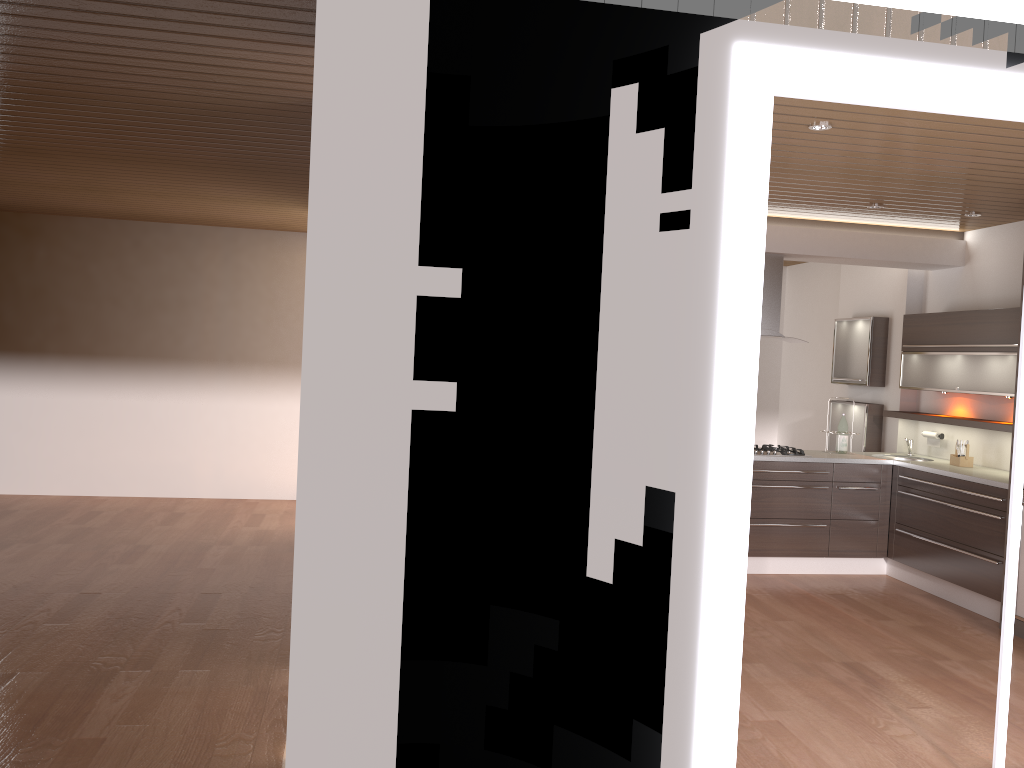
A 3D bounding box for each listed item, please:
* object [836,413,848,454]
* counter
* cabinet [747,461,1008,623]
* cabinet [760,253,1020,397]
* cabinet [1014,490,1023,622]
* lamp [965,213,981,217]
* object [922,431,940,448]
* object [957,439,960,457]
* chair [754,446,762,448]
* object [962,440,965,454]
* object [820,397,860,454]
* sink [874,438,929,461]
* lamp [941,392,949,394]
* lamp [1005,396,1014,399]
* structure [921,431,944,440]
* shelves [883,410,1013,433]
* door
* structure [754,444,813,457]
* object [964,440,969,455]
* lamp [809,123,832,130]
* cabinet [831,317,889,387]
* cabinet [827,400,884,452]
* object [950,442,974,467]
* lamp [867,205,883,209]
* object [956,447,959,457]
[{"bbox_3d":[2.660,0.397,7.136,0.091,0.319,0.091,4,2,25],"label":"object"},{"bbox_3d":[2.472,0.592,6.364,2.150,0.036,1.850,2,2,-10],"label":"counter"},{"bbox_3d":[2.451,1.044,6.378,2.150,0.870,1.850,2,2,-10],"label":"cabinet"},{"bbox_3d":[2.611,-0.481,6.401,2.058,1.032,1.399,3,2,-6],"label":"cabinet"},{"bbox_3d":[3.354,0.503,4.558,1.047,1.948,1.796,2,2,-10],"label":"cabinet"},{"bbox_3d":[3.211,-1.200,6.173,0.102,0.055,0.102,3,2,18],"label":"lamp"},{"bbox_3d":[3.366,0.442,7.122,0.053,0.119,0.165,2,2,-10],"label":"object"},{"bbox_3d":[3.297,0.505,6.547,0.042,0.192,0.040,4,2,37],"label":"object"},{"bbox_3d":[1.994,0.988,7.885,0.608,0.847,0.491,1,2,-40],"label":"chair"},{"bbox_3d":[3.335,0.510,6.559,0.020,0.196,0.017,3,2,13],"label":"object"},{"bbox_3d":[2.658,0.332,7.187,0.291,0.453,0.210,3,2,-5],"label":"object"},{"bbox_3d":[3.093,0.602,7.051,0.450,0.347,0.494,3,2,-4],"label":"sink"},{"bbox_3d":[3.356,0.067,6.868,0.056,0.018,0.056,1,2,-38],"label":"lamp"},{"bbox_3d":[3.474,0.093,6.189,0.056,0.018,0.056,1,2,-38],"label":"lamp"},{"bbox_3d":[3.395,0.410,7.111,0.087,0.049,0.237,2,2,-10],"label":"structure"},{"bbox_3d":[3.406,0.287,6.514,0.313,0.050,1.850,2,2,-10],"label":"shelves"},{"bbox_3d":[1.848,0.195,3.218,2.300,2.700,0.101,2,2,-10],"label":"door"},{"bbox_3d":[1.850,0.505,6.894,0.797,0.047,0.494,2,2,-10],"label":"structure"},{"bbox_3d":[3.346,0.507,6.547,0.042,0.192,0.040,4,2,38],"label":"object"},{"bbox_3d":[1.440,-1.223,4.138,0.102,0.055,0.102,2,2,-27],"label":"lamp"},{"bbox_3d":[3.025,-0.289,7.879,0.172,0.600,0.619,2,2,-24],"label":"cabinet"},{"bbox_3d":[3.045,0.461,7.930,0.194,0.600,0.598,2,2,-10],"label":"cabinet"},{"bbox_3d":[3.347,0.523,6.596,0.100,0.170,0.173,3,2,2],"label":"object"},{"bbox_3d":[2.478,-1.231,6.044,0.102,0.055,0.102,1,2,-38],"label":"lamp"},{"bbox_3d":[3.309,0.517,6.573,0.019,0.178,0.044,2,2,-35],"label":"object"}]
